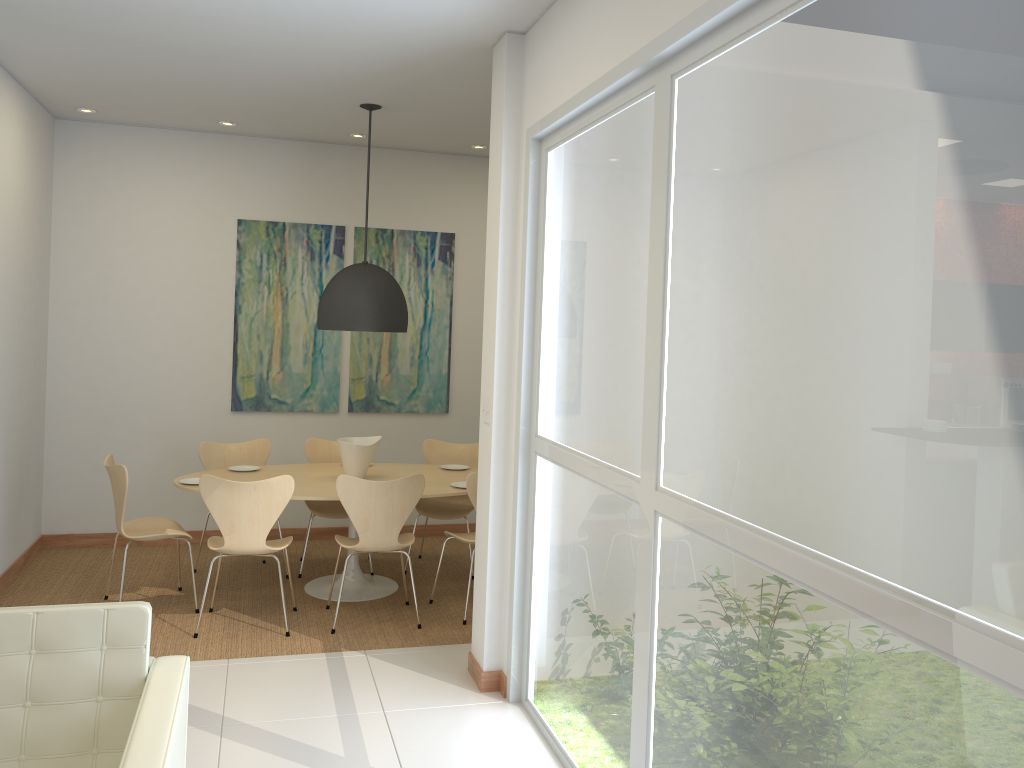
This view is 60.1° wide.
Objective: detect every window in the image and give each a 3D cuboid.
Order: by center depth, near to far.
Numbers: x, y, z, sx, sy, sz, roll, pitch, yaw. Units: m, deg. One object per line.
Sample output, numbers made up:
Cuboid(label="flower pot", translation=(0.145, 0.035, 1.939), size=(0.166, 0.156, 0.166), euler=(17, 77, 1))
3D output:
Cuboid(label="window", translation=(0.545, 0.271, 2.585), size=(0.121, 2.712, 3.440), euler=(2, 2, -16))

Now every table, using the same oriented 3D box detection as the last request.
Cuboid(label="table", translation=(-1.060, 0.991, 5.895), size=(2.261, 0.729, 1.282), euler=(1, 3, -15))

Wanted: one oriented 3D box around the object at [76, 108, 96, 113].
Cuboid(label="object", translation=(-3.025, -1.942, 6.289), size=(0.129, 0.010, 0.129), euler=(4, 4, 29))

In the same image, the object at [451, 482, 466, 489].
Cuboid(label="object", translation=(-0.290, 0.657, 5.726), size=(0.211, 0.015, 0.210), euler=(5, 5, 39))

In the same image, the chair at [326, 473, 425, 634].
Cuboid(label="chair", translation=(-0.813, 0.954, 5.265), size=(0.521, 0.906, 0.516), euler=(2, 1, -16))

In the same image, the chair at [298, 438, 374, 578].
Cuboid(label="chair", translation=(-1.247, 0.867, 6.363), size=(0.521, 0.906, 0.516), euler=(2, 1, -12))

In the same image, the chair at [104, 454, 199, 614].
Cuboid(label="chair", translation=(-2.198, 0.898, 5.353), size=(0.515, 0.906, 0.522), euler=(1, 1, -32))

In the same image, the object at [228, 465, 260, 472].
Cuboid(label="object", translation=(-1.829, 0.580, 6.046), size=(0.210, 0.015, 0.211), euler=(2, 4, 6))

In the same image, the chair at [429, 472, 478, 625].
Cuboid(label="chair", translation=(-0.159, 0.960, 5.540), size=(0.521, 0.906, 0.516), euler=(1, 1, -33))

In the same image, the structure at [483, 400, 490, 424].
Cuboid(label="structure", translation=(-0.128, 0.137, 4.378), size=(0.013, 0.104, 0.114), euler=(2, 2, -16))

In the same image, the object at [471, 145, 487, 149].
Cuboid(label="object", translation=(-0.265, -1.892, 7.073), size=(0.129, 0.010, 0.129), euler=(4, 4, 29))

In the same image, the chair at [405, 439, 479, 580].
Cuboid(label="chair", translation=(-0.461, 0.889, 6.460), size=(0.521, 0.906, 0.516), euler=(2, 1, 8))

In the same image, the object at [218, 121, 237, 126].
Cuboid(label="object", translation=(-2.105, -1.926, 6.550), size=(0.129, 0.010, 0.129), euler=(4, 4, 29))

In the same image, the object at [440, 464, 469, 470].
Cuboid(label="object", translation=(-0.414, 0.607, 6.423), size=(0.210, 0.015, 0.211), euler=(-1, 5, -38))

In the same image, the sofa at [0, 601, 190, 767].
Cuboid(label="sofa", translation=(-2.092, 1.108, 1.886), size=(2.563, 0.922, 1.003), euler=(1, 2, -16))

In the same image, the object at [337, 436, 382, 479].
Cuboid(label="object", translation=(-1.027, 0.489, 5.880), size=(0.271, 0.280, 0.261), euler=(3, 2, 19))

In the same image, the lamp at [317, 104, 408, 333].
Cuboid(label="lamp", translation=(-0.964, -1.098, 5.876), size=(0.594, 1.493, 0.595), euler=(2, 1, -14))

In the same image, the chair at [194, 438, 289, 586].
Cuboid(label="chair", translation=(-1.859, 0.862, 6.093), size=(0.521, 0.906, 0.516), euler=(1, 1, -37))

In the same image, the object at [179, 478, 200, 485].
Cuboid(label="object", translation=(-1.963, 0.610, 5.519), size=(0.210, 0.015, 0.211), euler=(2, 4, 6))

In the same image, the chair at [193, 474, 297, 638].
Cuboid(label="chair", translation=(-1.510, 0.940, 5.095), size=(0.521, 0.906, 0.516), euler=(2, 1, -9))

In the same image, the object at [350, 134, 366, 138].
Cuboid(label="object", translation=(-1.185, -1.909, 6.812), size=(0.129, 0.010, 0.129), euler=(4, 4, 29))

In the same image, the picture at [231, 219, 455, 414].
Cuboid(label="picture", translation=(-1.337, -0.522, 7.152), size=(1.738, 1.506, 0.020), euler=(1, 1, -16))
